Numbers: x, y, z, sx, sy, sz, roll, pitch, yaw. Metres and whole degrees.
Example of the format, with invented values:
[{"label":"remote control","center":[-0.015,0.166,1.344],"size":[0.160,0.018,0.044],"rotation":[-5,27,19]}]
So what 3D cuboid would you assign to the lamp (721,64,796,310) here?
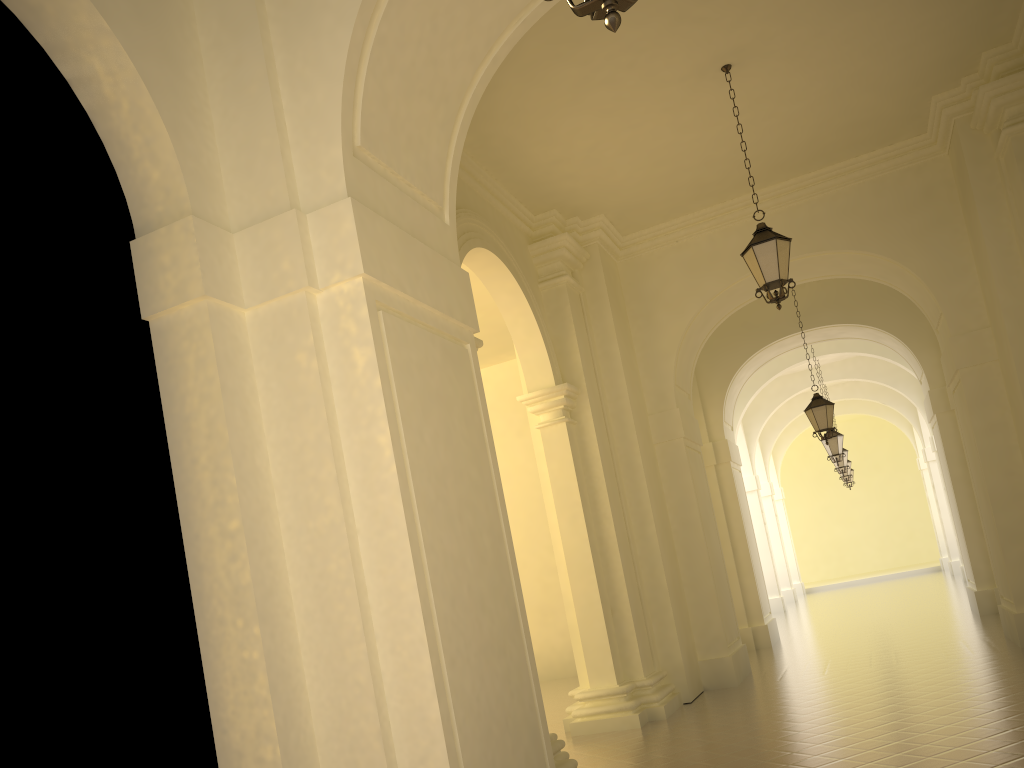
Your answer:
[{"label":"lamp","center":[2.390,-1.958,8.701],"size":[0.505,2.528,0.453],"rotation":[-7,-7,-39]}]

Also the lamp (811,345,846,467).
[{"label":"lamp","center":[6.838,0.215,19.307],"size":[0.516,3.262,0.443],"rotation":[-13,-6,21]}]

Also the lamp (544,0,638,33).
[{"label":"lamp","center":[-0.009,-2.607,2.665],"size":[0.440,3.262,0.519],"rotation":[-10,-5,-9]}]

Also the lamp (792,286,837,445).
[{"label":"lamp","center":[4.917,-0.577,14.636],"size":[0.440,3.262,0.519],"rotation":[-10,-5,-9]}]

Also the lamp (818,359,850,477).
[{"label":"lamp","center":[8.321,0.826,22.911],"size":[0.516,3.262,0.443],"rotation":[-13,-6,21]}]

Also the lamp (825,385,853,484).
[{"label":"lamp","center":[9.777,1.426,26.450],"size":[0.516,3.262,0.443],"rotation":[-13,-6,21]}]

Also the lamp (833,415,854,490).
[{"label":"lamp","center":[11.225,2.022,29.967],"size":[0.516,3.262,0.443],"rotation":[-13,-6,21]}]
